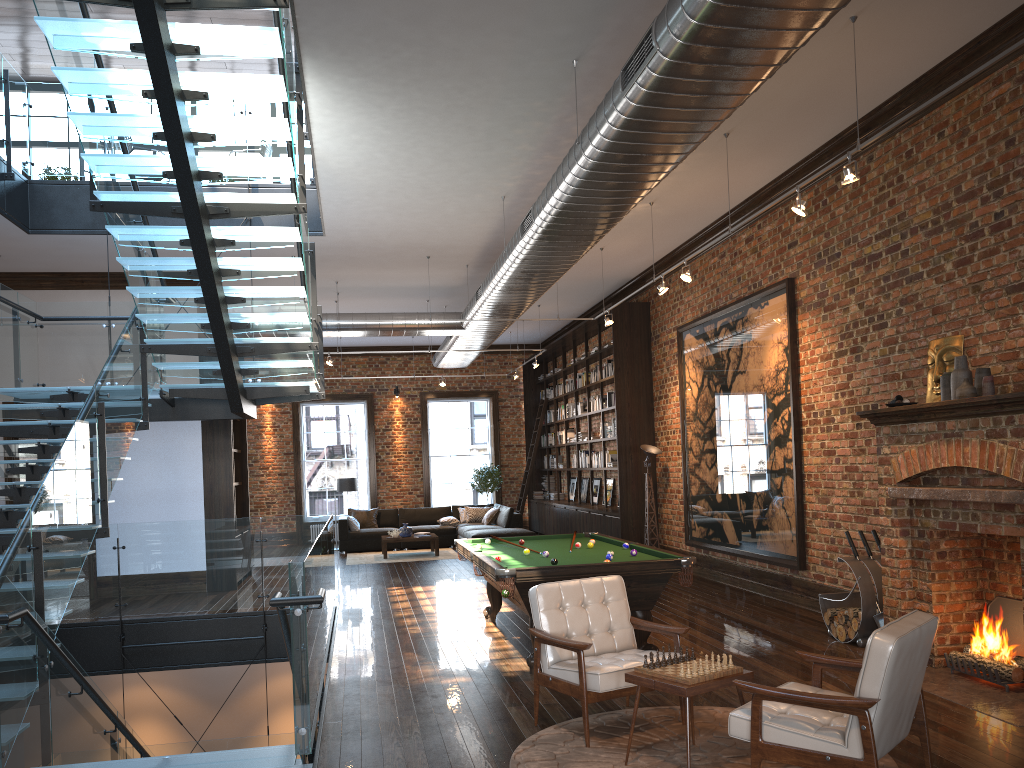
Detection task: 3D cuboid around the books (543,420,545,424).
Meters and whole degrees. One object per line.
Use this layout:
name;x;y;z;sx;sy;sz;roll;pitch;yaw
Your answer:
books;0.801;0.810;20.613;0.176;0.295;0.041;-2;-1;-10

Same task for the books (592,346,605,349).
books;1.572;-0.659;16.026;0.188;0.017;0.276;-1;-5;-8

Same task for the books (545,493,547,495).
books;0.862;2.542;20.518;0.207;0.014;0.347;-2;-5;-5

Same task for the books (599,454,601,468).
books;1.668;1.375;15.908;0.191;0.245;0.031;-2;-1;-10

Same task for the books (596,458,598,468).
books;1.622;1.429;16.137;0.174;0.183;0.034;-2;-1;-10

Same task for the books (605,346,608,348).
books;1.707;-0.628;15.110;0.214;0.012;0.253;-2;-5;-5

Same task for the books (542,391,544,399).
books;0.792;0.306;20.491;0.177;0.269;0.029;-2;-1;-10

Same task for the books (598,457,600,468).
books;1.640;1.414;16.058;0.165;0.196;0.027;-2;-1;-10

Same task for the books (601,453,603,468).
books;1.680;1.358;15.836;0.161;0.264;0.033;-2;-1;-10

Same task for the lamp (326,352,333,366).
lamp;-2.995;-0.410;14.534;0.114;0.230;0.113;-2;-1;11

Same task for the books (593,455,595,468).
books;1.589;1.425;16.354;0.167;0.234;0.032;-2;-1;-10

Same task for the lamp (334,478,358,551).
lamp;-3.440;2.648;17.986;0.688;1.464;0.420;-3;-1;20

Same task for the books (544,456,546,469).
books;0.851;1.821;20.649;0.181;0.293;0.051;-2;-1;-10

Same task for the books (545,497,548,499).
books;0.880;2.631;20.520;0.198;0.035;0.218;-2;-5;-7

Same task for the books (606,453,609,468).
books;1.734;1.333;15.487;0.176;0.246;0.039;-2;-1;-10

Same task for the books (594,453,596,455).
books;1.595;1.406;16.378;0.145;0.275;0.013;-2;0;-10

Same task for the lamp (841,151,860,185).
lamp;2.230;-1.425;5.852;0.118;0.212;0.117;-3;-2;31

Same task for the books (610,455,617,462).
books;1.779;1.341;15.400;0.136;0.210;0.036;-2;-1;-10

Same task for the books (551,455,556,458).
books;0.965;1.745;19.937;0.165;0.303;0.013;-2;0;-10

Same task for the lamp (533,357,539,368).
lamp;0.437;-0.399;16.079;0.113;0.230;0.114;-1;-2;-34

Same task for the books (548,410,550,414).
books;0.905;0.745;19.998;0.189;0.303;0.014;-2;0;-10

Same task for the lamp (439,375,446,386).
lamp;-1.477;-0.067;18.860;0.113;0.230;0.114;-1;-2;-41

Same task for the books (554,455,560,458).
books;1.013;1.740;19.795;0.159;0.285;0.014;-2;0;-10

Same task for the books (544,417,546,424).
books;0.838;0.791;20.348;0.186;0.282;0.027;-2;-1;-10

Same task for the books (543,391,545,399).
books;0.821;0.289;20.284;0.190;0.262;0.066;-2;-1;-10

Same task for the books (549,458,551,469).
books;0.929;1.794;20.120;0.188;0.244;0.026;-2;-1;-10

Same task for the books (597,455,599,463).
books;1.634;1.398;16.105;0.165;0.237;0.034;-2;-1;-10

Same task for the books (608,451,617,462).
books;1.765;1.309;15.456;0.159;0.285;0.014;-2;0;-10

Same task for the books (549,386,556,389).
books;0.909;0.210;19.874;0.167;0.337;0.016;-2;0;-10

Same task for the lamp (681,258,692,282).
lamp;1.723;-1.126;8.773;0.113;0.230;0.114;-3;-1;19

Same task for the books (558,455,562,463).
books;1.042;1.724;19.618;0.129;0.282;0.030;-2;-1;-10

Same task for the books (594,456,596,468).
books;1.606;1.435;16.326;0.170;0.208;0.028;-2;-1;-10

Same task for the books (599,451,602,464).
books;1.656;1.364;16.032;0.152;0.291;0.031;-2;-1;-10

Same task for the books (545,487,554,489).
books;0.872;2.406;20.522;0.183;0.034;0.271;-2;-5;-5

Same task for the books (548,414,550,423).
books;0.911;0.777;19.938;0.191;0.229;0.034;-2;-1;-10

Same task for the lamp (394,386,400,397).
lamp;-2.619;0.171;20.162;0.126;0.236;0.155;-2;-2;-10

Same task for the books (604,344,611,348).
books;1.706;-0.644;15.110;0.219;0.019;0.330;-2;-5;-7

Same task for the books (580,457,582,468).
books;1.418;1.532;17.339;0.174;0.206;0.031;-2;-1;-10

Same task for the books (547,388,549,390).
books;0.875;0.248;20.146;0.129;0.314;0.033;-2;0;-10

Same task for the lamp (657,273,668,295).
lamp;1.608;-1.060;9.429;0.114;0.230;0.114;-1;-2;-31

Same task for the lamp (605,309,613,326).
lamp;1.251;-0.858;11.463;0.113;0.230;0.114;-2;-1;4

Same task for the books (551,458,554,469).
books;0.970;1.769;19.814;0.212;0.233;0.019;-2;-1;-10

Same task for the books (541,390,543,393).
books;0.780;0.301;20.640;0.180;0.307;0.014;-2;0;-10

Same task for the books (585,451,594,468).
books;1.486;1.435;16.913;0.186;0.317;0.015;-2;0;-10

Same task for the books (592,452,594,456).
books;1.566;1.417;16.570;0.131;0.290;0.016;-2;0;-10

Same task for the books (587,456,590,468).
books;1.522;1.468;16.750;0.190;0.217;0.033;-2;-1;-10

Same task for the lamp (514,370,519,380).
lamp;0.093;-0.202;18.055;0.114;0.230;0.114;-3;-2;29

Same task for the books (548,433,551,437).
books;0.884;1.278;20.278;0.179;0.298;0.015;-2;0;-10

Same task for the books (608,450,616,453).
books;1.753;1.308;15.517;0.149;0.300;0.013;-2;0;-10

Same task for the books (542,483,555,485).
books;0.843;2.304;20.514;0.260;0.028;0.317;-1;-5;-10

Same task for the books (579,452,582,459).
books;1.411;1.490;17.441;0.170;0.311;0.039;-2;-1;-10

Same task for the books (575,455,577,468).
books;1.355;1.538;17.666;0.189;0.260;0.027;-2;-1;-10

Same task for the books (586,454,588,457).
books;1.503;1.460;16.870;0.171;0.258;0.013;-2;0;-10

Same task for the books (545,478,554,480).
books;0.865;2.200;20.519;0.184;0.030;0.266;-2;-5;-5

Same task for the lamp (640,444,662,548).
lamp;2.044;1.785;12.873;0.425;1.824;0.507;-2;-1;-5

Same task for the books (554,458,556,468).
books;1.024;1.755;19.674;0.164;0.231;0.026;-2;-1;-10

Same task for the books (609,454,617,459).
books;1.770;1.335;15.433;0.141;0.228;0.032;-2;-1;-10

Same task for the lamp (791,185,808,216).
lamp;2.111;-1.348;6.531;0.114;0.230;0.114;-1;-2;-36
